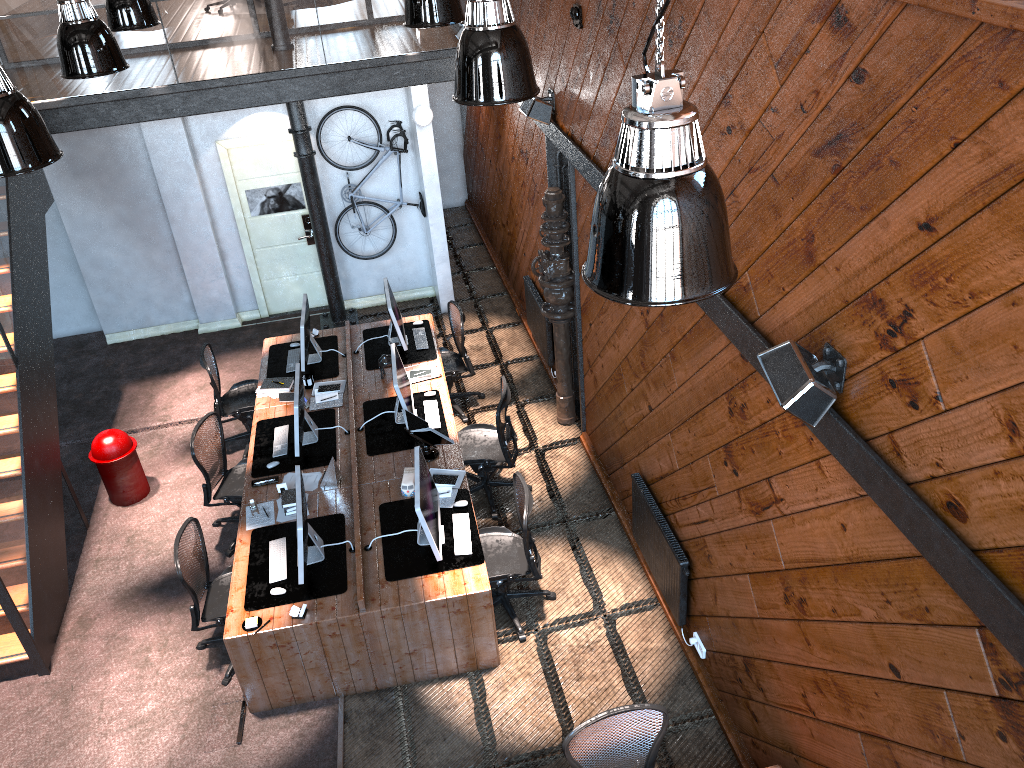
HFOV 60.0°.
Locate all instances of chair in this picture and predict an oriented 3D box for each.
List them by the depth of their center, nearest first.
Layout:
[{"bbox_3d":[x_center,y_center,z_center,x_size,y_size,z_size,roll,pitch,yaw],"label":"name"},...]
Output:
[{"bbox_3d":[0.662,2.261,4.675,0.770,1.085,0.792,-23,36,-25],"label":"chair"},{"bbox_3d":[-1.993,1.459,6.360,0.792,1.085,0.770,-17,34,-17],"label":"chair"},{"bbox_3d":[-0.099,1.236,6.428,0.792,1.085,0.770,-17,34,-17],"label":"chair"},{"bbox_3d":[-2.271,0.772,7.500,0.792,1.085,0.770,-11,32,-9],"label":"chair"},{"bbox_3d":[-0.262,0.518,7.602,0.792,1.085,0.770,-11,32,-9],"label":"chair"},{"bbox_3d":[-2.622,0.097,8.632,0.792,1.085,0.770,-23,36,-25],"label":"chair"},{"bbox_3d":[-0.696,-0.218,8.844,0.792,1.085,0.770,-23,36,-25],"label":"chair"}]

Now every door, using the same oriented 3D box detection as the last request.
[{"bbox_3d":[-2.770,-1.881,10.699,1.013,2.268,0.064,-10,32,-8],"label":"door"}]

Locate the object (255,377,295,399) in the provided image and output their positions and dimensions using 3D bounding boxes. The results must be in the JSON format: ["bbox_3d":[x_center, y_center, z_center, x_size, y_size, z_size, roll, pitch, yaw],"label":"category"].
[{"bbox_3d":[-2.214,0.021,8.238,0.363,0.065,0.325,3,33,13],"label":"object"}]

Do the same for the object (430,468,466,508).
[{"bbox_3d":[-0.549,0.789,6.788,0.304,0.017,0.467,2,33,12],"label":"object"}]

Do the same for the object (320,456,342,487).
[{"bbox_3d":[-1.432,0.646,6.880,0.165,0.320,0.178,-5,32,0],"label":"object"}]

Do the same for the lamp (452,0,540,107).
[{"bbox_3d":[-0.175,-2.462,3.844,0.445,2.372,0.445,-4,32,3],"label":"lamp"}]

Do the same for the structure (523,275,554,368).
[{"bbox_3d":[0.288,-0.664,9.473,0.073,0.628,1.064,-10,32,-8],"label":"structure"}]

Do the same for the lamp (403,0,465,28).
[{"bbox_3d":[-0.649,-3.594,5.723,0.445,2.372,0.445,11,35,24],"label":"lamp"}]

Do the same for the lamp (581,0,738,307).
[{"bbox_3d":[0.335,-1.330,1.980,0.445,2.372,0.445,-12,32,-10],"label":"lamp"}]

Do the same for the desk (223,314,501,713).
[{"bbox_3d":[-1.322,0.723,7.666,1.748,0.840,4.117,-9,32,-6],"label":"desk"}]

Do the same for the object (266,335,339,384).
[{"bbox_3d":[-2.043,-0.230,8.669,0.687,0.008,0.848,-10,32,-7],"label":"object"}]

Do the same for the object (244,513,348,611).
[{"bbox_3d":[-1.512,1.235,6.246,0.687,0.008,0.848,-10,32,-7],"label":"object"}]

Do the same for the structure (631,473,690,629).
[{"bbox_3d":[1.059,1.195,6.382,0.073,0.628,1.064,-10,32,-8],"label":"structure"}]

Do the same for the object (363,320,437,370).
[{"bbox_3d":[-1.123,-0.397,8.797,0.687,0.008,0.848,-10,32,-7],"label":"object"}]

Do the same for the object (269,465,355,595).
[{"bbox_3d":[-1.422,0.985,6.116,0.610,0.573,0.714,-11,32,-9],"label":"object"}]

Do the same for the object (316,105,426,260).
[{"bbox_3d":[-1.577,-2.312,10.277,1.022,1.846,0.655,-25,37,-28],"label":"object"}]

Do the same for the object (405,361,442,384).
[{"bbox_3d":[-0.834,-0.107,8.241,0.316,0.060,0.229,-14,33,-14],"label":"object"}]

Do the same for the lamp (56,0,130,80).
[{"bbox_3d":[-2.979,-3.167,5.517,0.445,2.372,0.445,21,40,35],"label":"lamp"}]

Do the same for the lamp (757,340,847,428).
[{"bbox_3d":[1.148,-0.016,3.576,0.283,0.287,0.328,-10,32,-8],"label":"lamp"}]

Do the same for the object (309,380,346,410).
[{"bbox_3d":[-1.680,0.089,8.079,0.304,0.017,0.467,-6,32,-1],"label":"object"}]

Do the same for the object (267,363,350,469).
[{"bbox_3d":[-1.839,0.273,7.320,0.654,0.576,0.735,18,39,32],"label":"object"}]

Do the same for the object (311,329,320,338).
[{"bbox_3d":[-2.038,-0.519,9.078,0.106,0.063,0.082,-28,39,-32],"label":"object"}]

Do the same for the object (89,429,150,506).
[{"bbox_3d":[-3.587,0.735,8.095,0.414,0.707,0.414,16,38,30],"label":"object"}]

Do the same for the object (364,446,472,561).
[{"bbox_3d":[-0.564,0.868,6.177,0.663,0.578,0.811,24,42,38],"label":"object"}]

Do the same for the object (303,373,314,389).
[{"bbox_3d":[-1.886,-0.028,8.211,0.078,0.138,0.099,-1,32,7],"label":"object"}]

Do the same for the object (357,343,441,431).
[{"bbox_3d":[-0.872,0.059,7.518,0.642,0.578,0.772,16,38,31],"label":"object"}]

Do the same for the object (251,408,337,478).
[{"bbox_3d":[-1.832,0.486,7.493,0.687,0.008,0.848,-10,32,-7],"label":"object"}]

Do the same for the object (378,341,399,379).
[{"bbox_3d":[-1.135,-0.240,8.225,0.229,0.351,0.135,-11,32,-10],"label":"object"}]

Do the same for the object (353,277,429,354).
[{"bbox_3d":[-1.103,-0.647,8.680,0.648,0.576,0.799,16,38,31],"label":"object"}]

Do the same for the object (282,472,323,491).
[{"bbox_3d":[-1.671,0.773,7.013,0.315,0.002,0.246,-2,32,5],"label":"object"}]

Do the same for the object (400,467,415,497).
[{"bbox_3d":[-0.787,0.753,6.828,0.128,0.146,0.253,-3,32,4],"label":"object"}]

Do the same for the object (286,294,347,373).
[{"bbox_3d":[-2.028,-0.472,8.545,0.692,0.581,0.586,18,39,32],"label":"object"}]

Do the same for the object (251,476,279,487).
[{"bbox_3d":[-1.960,0.770,7.038,0.215,0.031,0.089,-10,32,-8],"label":"object"}]

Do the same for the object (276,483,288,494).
[{"bbox_3d":[-1.779,0.812,6.877,0.076,0.102,0.034,-10,32,-7],"label":"object"}]

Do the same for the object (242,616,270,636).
[{"bbox_3d":[-1.678,1.549,5.750,0.154,0.026,0.158,17,38,31],"label":"object"}]

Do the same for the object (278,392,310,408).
[{"bbox_3d":[-1.947,0.125,8.013,0.347,0.083,0.129,11,36,25],"label":"object"}]

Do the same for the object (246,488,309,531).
[{"bbox_3d":[-1.783,0.919,6.706,0.478,0.098,0.319,-11,32,-9],"label":"object"}]

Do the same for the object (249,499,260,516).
[{"bbox_3d":[-1.968,0.930,6.750,0.054,0.064,0.159,-17,34,-18],"label":"object"}]

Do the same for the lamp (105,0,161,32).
[{"bbox_3d":[-3.380,-4.113,7.091,0.445,2.372,0.445,-12,32,-10],"label":"lamp"}]

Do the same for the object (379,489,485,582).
[{"bbox_3d":[-0.593,1.067,6.376,0.687,0.008,0.848,-10,32,-7],"label":"object"}]

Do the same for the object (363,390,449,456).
[{"bbox_3d":[-0.923,0.320,7.620,0.687,0.008,0.848,-10,32,-7],"label":"object"}]

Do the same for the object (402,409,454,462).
[{"bbox_3d":[-0.697,0.412,7.077,0.304,0.380,0.417,-27,38,-30],"label":"object"}]

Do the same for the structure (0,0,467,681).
[{"bbox_3d":[-4.548,-0.644,7.992,10.620,4.603,5.793,-10,32,-8],"label":"structure"}]

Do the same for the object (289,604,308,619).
[{"bbox_3d":[-1.394,1.479,5.785,0.106,0.063,0.082,-1,32,7],"label":"object"}]

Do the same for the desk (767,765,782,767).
[{"bbox_3d":[-0.400,3.061,3.788,4.117,0.840,1.748,-10,32,-8],"label":"desk"}]

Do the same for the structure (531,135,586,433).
[{"bbox_3d":[0.483,-0.865,8.154,0.500,2.745,1.003,-7,32,-3],"label":"structure"}]

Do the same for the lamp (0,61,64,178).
[{"bbox_3d":[-2.526,-2.076,3.704,0.445,2.372,0.445,2,33,11],"label":"lamp"}]

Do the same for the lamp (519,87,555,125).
[{"bbox_3d":[0.214,-2.297,7.363,0.262,0.260,0.328,-10,32,-8],"label":"lamp"}]
